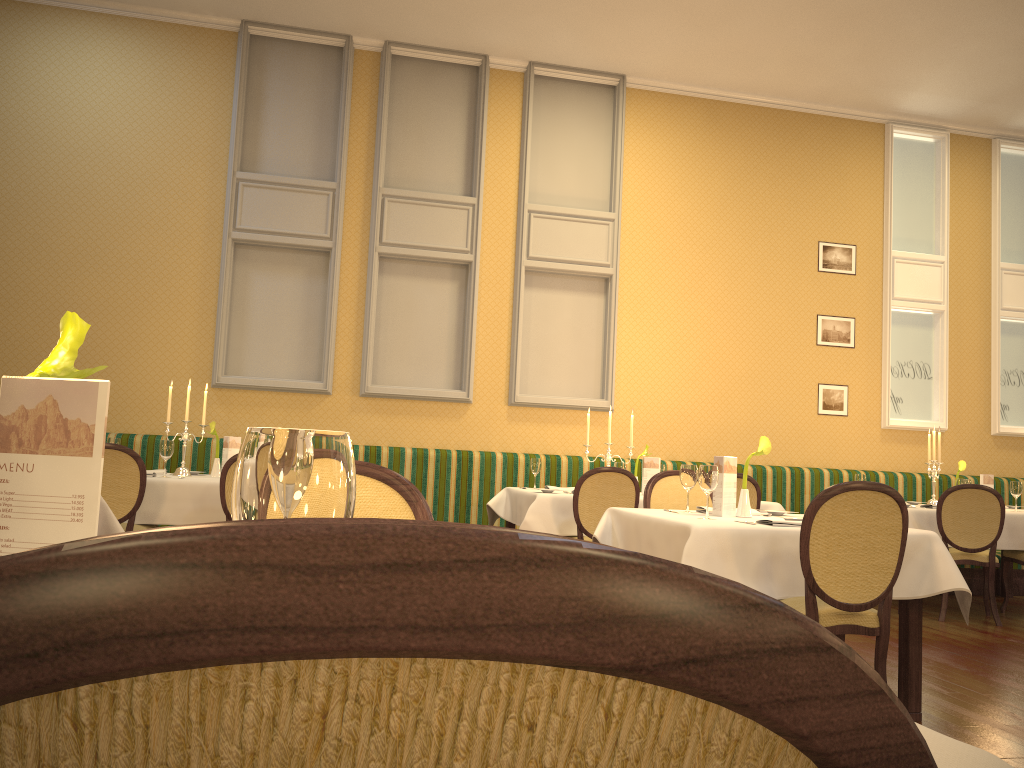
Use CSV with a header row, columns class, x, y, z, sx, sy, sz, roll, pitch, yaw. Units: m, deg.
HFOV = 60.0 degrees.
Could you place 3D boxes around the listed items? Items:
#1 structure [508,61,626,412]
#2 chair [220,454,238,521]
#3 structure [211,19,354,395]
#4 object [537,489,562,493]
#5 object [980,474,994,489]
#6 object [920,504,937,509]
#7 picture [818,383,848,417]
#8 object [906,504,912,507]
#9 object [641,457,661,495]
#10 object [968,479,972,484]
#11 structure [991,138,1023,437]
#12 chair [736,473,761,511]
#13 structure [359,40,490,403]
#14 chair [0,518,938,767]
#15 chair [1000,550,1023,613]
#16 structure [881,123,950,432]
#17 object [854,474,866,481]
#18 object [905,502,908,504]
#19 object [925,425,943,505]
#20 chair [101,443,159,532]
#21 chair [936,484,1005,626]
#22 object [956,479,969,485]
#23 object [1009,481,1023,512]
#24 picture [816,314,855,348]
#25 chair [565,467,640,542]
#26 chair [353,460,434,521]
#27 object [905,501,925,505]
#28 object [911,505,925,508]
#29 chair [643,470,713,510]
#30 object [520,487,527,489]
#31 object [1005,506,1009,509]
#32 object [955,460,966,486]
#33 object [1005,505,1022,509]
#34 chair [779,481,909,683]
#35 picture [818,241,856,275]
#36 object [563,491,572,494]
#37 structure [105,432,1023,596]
class,x,y,z,sx,sy,sz,roll,pitch,yaw
structure,0.505,-1.324,7.915,0.956,3.103,0.200,4,-5,-12
chair,-1.530,0.873,5.313,0.530,0.955,0.571,4,-5,-12
structure,-1.891,-1.483,7.403,0.956,3.103,0.200,4,-5,-12
object,0.239,0.720,5.951,0.160,0.024,0.160,4,-5,-12
object,3.752,0.851,6.990,0.081,0.277,0.166,-1,-6,39
object,3.191,0.913,6.576,0.273,0.033,0.142,4,-5,-12
picture,3.019,0.150,8.336,0.313,0.294,0.008,4,-5,-12
object,2.878,0.895,6.514,0.160,0.024,0.160,4,-5,-12
object,0.977,0.668,6.397,0.081,0.277,0.166,7,-6,-40
object,3.772,0.907,7.369,0.088,0.229,0.088,0,-6,30
structure,5.078,-0.962,8.887,0.661,2.985,0.200,4,-5,-12
chair,1.343,1.064,5.926,0.530,0.955,0.571,4,-5,-12
structure,-0.736,-1.406,7.650,0.956,3.103,0.200,4,-5,-12
chair,-0.124,0.530,0.452,0.530,0.955,0.571,4,-5,-12
chair,3.988,1.239,6.491,0.530,0.955,0.571,4,-5,-12
structure,3.911,-1.040,8.637,0.687,2.985,0.200,4,-5,-12
object,2.813,0.844,7.169,0.088,0.229,0.088,-1,-6,36
object,3.031,0.954,7.154,0.273,0.033,0.142,4,-5,-12
object,3.328,0.644,6.997,0.131,0.655,0.390,3,-5,2
chair,-2.346,0.820,5.141,0.530,0.955,0.571,4,-5,-12
chair,3.195,1.186,6.317,0.530,0.955,0.571,2,-5,13
object,3.376,0.826,6.646,0.088,0.229,0.088,-1,-6,36
object,3.839,0.858,6.755,0.088,0.229,0.088,-1,-6,36
picture,3.068,-0.497,8.395,0.401,0.294,0.008,4,-5,-12
chair,0.526,1.010,5.754,0.530,0.955,0.571,4,-5,-12
chair,-0.338,0.623,1.673,0.530,0.955,0.571,4,-5,-12
object,3.307,0.982,7.300,0.160,0.024,0.160,4,-5,-12
object,3.019,0.913,6.594,0.038,0.015,0.181,4,-5,-11
chair,0.968,0.936,4.635,0.530,0.955,0.571,4,-5,-12
object,0.082,0.770,6.583,0.038,0.015,0.181,4,-5,-11
object,3.970,1.019,7.392,0.273,0.033,0.142,4,-5,-12
object,3.535,0.792,7.014,0.076,0.375,0.163,2,-5,10
object,4.226,1.042,7.477,0.160,0.024,0.160,4,-5,-12
chair,1.182,0.843,3.414,0.530,0.955,0.571,4,-5,-12
picture,3.101,-1.199,8.454,0.401,0.294,0.008,4,-5,-12
object,0.381,0.738,6.030,0.038,0.015,0.181,4,-5,-11
structure,1.417,1.166,7.503,14.516,1.031,0.850,4,-5,-12
